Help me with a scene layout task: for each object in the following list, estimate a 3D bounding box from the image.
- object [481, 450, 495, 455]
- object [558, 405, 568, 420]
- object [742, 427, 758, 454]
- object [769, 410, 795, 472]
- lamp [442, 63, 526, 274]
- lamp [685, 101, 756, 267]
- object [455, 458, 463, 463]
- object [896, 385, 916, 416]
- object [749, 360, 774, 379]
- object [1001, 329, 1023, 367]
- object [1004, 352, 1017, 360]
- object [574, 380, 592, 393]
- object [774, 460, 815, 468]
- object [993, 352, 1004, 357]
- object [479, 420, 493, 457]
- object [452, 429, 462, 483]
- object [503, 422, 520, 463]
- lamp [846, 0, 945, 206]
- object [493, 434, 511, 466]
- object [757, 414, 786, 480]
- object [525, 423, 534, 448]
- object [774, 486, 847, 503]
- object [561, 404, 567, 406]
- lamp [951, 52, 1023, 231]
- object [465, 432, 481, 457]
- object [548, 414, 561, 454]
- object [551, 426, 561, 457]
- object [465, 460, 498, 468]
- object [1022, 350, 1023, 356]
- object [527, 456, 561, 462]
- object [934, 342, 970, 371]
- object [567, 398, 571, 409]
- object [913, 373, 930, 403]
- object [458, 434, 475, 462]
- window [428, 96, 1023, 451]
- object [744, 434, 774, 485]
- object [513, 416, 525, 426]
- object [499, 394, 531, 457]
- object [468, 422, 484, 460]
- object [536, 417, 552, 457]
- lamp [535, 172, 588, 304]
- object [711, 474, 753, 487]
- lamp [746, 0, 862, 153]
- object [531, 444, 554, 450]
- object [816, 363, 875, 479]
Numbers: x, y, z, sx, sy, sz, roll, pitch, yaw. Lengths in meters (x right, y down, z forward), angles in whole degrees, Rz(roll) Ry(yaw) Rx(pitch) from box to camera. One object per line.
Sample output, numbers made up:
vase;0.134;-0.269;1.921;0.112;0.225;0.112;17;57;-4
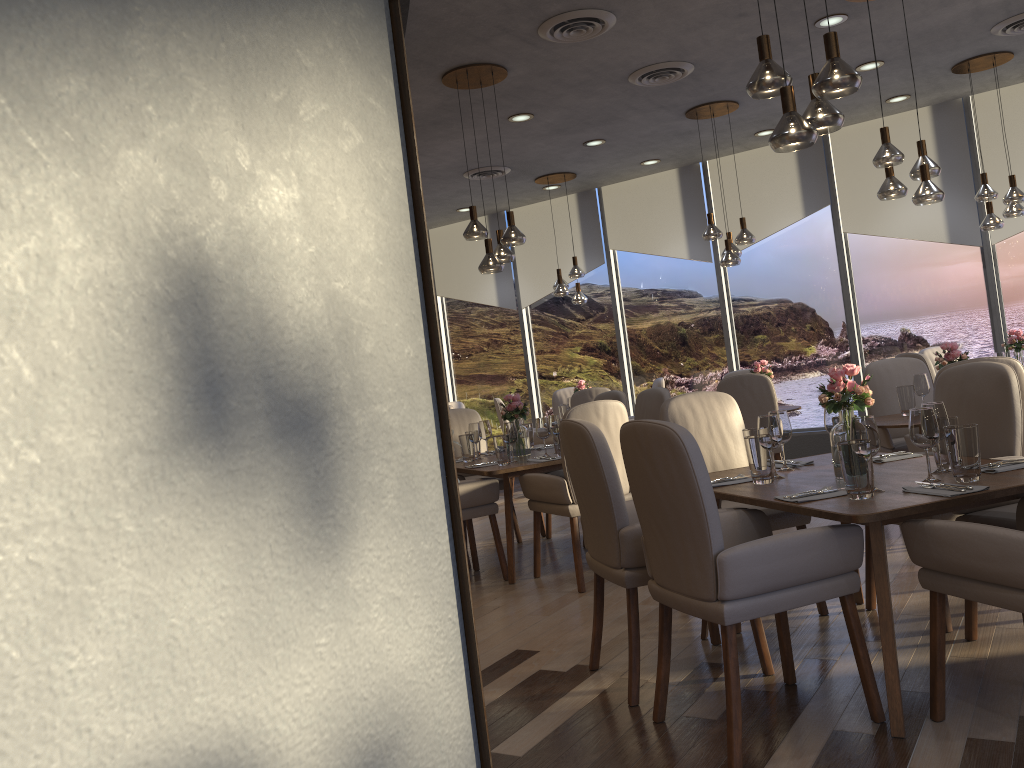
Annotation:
object;-0.129;0.480;6.272;0.157;0.019;0.254;-7;0;-22
object;0.531;0.307;9.013;0.102;0.178;0.102;-7;-1;-6
object;1.015;0.273;3.666;0.102;0.178;0.102;-7;-1;14
object;1.094;0.230;3.596;0.092;0.245;0.092;-8;-2;35
lamp;-0.167;-1.384;5.856;0.438;1.327;0.440;-8;-2;38
lamp;1.747;-1.628;7.369;0.438;1.327;0.440;-8;-2;35
object;-0.389;0.514;5.952;0.255;0.019;0.157;-7;0;-23
object;2.368;0.100;5.316;0.102;0.178;0.102;-7;-1;13
object;2.060;0.009;7.274;0.210;0.416;0.198;-7;-1;5
object;3.973;-0.226;6.949;0.198;0.416;0.209;-7;-1;-20
object;3.857;-0.125;6.846;0.092;0.245;0.092;-7;-1;14
object;0.739;0.161;9.163;0.197;0.416;0.210;-8;-1;30
object;1.169;0.334;3.747;0.157;0.019;0.255;-7;0;-12
object;3.900;-0.131;7.073;0.092;0.245;0.092;-7;-1;14
object;-0.178;0.374;6.112;0.092;0.245;0.092;-6;-2;-42
object;-0.462;0.409;2.140;0.786;1.618;0.747;-8;-2;39
object;-0.005;0.356;5.402;0.092;0.245;0.092;-7;-1;19
lamp;2.231;-1.676;5.144;0.438;1.327;0.440;-8;-2;40
object;-0.055;0.396;5.306;0.102;0.178;0.102;-8;-1;33
object;1.001;0.243;3.419;0.092;0.245;0.092;-8;-1;29
object;0.108;0.371;6.280;0.102;0.178;0.102;-7;-1;-8
object;1.008;0.358;2.921;0.255;0.019;0.157;-7;0;-14
object;0.575;0.299;9.375;0.102;0.178;0.102;-6;-1;-27
lamp;3.787;-1.878;6.970;0.439;1.327;0.439;-7;-1;0
object;-0.267;0.417;6.168;0.102;0.178;0.102;-7;-1;-16
object;0.282;0.319;5.662;0.092;0.245;0.092;-7;-1;-5
object;0.298;0.352;5.436;0.102;0.178;0.102;-7;-1;-11
object;-0.153;0.488;5.431;0.255;0.019;0.157;-7;0;-23
object;4.106;-0.157;7.033;0.092;0.245;0.092;-8;-2;35
object;0.189;0.446;5.318;0.157;0.019;0.254;-7;0;-27
object;2.557;-0.041;5.124;0.210;0.416;0.197;-7;-1;-10
object;0.612;0.264;9.084;0.092;0.245;0.092;-6;-1;-22
object;2.418;0.061;5.222;0.092;0.245;0.092;-8;-1;26
object;-0.292;0.422;5.827;0.102;0.178;0.102;-7;-1;-7
window;2.565;-1.030;5.817;8.066;3.201;16.101;-7;0;-12
object;0.935;0.284;3.334;0.102;0.178;0.102;-7;-1;23
object;0.052;0.345;6.185;0.092;0.245;0.092;-6;-2;-44
object;0.028;0.267;5.809;0.210;0.416;0.197;-7;-1;-10
object;-0.241;0.383;5.923;0.092;0.245;0.092;-8;-1;25
object;0.197;0.331;5.486;0.092;0.245;0.092;-7;-1;-1
lamp;0.534;-1.489;9.214;0.438;1.327;0.440;-8;-2;26
object;0.860;0.373;3.474;0.255;0.019;0.157;-7;0;-14
lamp;1.020;-1.516;3.280;0.439;1.327;0.439;-7;-1;18
object;0.228;0.437;6.154;0.255;0.019;0.157;-7;0;-24
object;1.230;0.133;3.233;0.210;0.416;0.198;-7;-1;10
